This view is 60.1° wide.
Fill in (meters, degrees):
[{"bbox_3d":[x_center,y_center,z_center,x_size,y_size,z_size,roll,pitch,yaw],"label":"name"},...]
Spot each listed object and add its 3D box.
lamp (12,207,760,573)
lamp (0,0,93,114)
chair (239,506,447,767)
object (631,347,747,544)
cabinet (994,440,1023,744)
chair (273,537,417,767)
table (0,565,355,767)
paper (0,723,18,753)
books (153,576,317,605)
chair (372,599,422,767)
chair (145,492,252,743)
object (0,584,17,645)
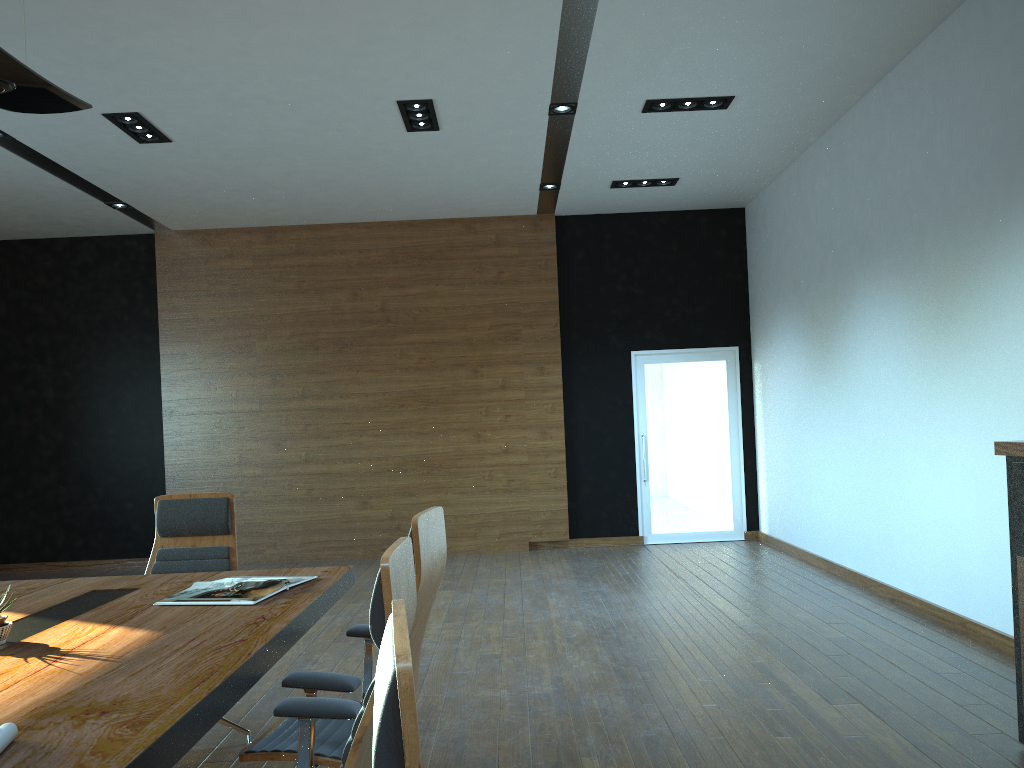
[{"bbox_3d":[-2.001,-0.040,7.353,9.391,3.706,16.700,-3,-3,0],"label":"lamp"},{"bbox_3d":[-1.684,-1.541,2.601,0.340,1.199,1.198,-3,-1,0],"label":"lamp"},{"bbox_3d":[-0.555,0.987,2.909,0.696,1.127,0.706,-3,-1,7],"label":"chair"},{"bbox_3d":[1.974,0.692,9.957,1.197,2.159,0.200,-3,0,0],"label":"object"},{"bbox_3d":[2.373,0.776,2.430,0.767,1.232,2.350,-3,-2,0],"label":"cabinet"},{"bbox_3d":[-0.550,0.944,2.041,0.696,1.127,0.707,-3,-1,0],"label":"chair"},{"bbox_3d":[-1.569,1.107,1.154,1.785,0.796,5.547,-3,-3,0],"label":"table"},{"bbox_3d":[-1.513,0.645,0.748,0.629,0.083,2.240,-5,-4,40],"label":"paper"},{"bbox_3d":[-1.037,0.773,3.387,0.389,0.033,0.545,-3,-3,11],"label":"books"},{"bbox_3d":[-0.436,0.897,1.177,0.696,1.127,0.707,-2,-1,-8],"label":"chair"},{"bbox_3d":[-1.551,1.086,4.044,0.706,1.127,0.696,-3,-1,2],"label":"chair"},{"bbox_3d":[-1.591,0.692,2.665,0.177,0.188,0.153,-2,-1,-25],"label":"object"}]
